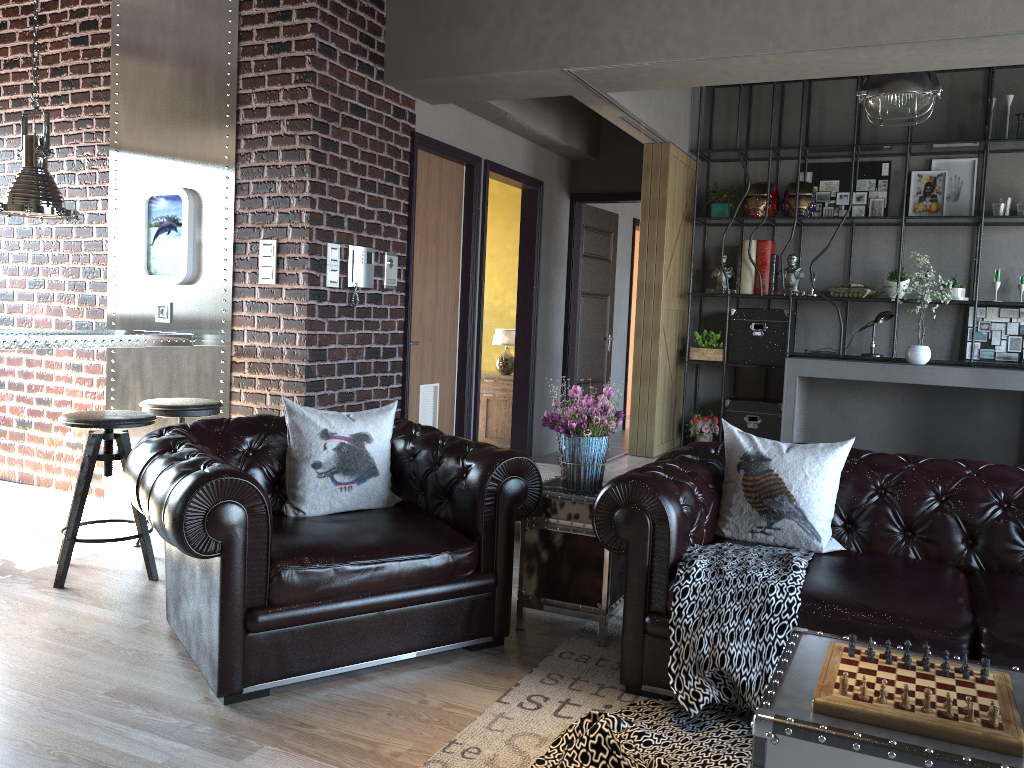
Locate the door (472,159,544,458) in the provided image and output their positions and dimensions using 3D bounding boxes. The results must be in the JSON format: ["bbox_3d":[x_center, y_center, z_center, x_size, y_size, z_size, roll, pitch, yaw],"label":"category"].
[{"bbox_3d":[-0.501,-0.572,7.812,1.099,2.542,1.150,4,4,25],"label":"door"}]

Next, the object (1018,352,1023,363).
[{"bbox_3d":[4.080,-0.201,6.810,0.351,0.111,0.379,0,5,-32],"label":"object"}]

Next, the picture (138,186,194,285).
[{"bbox_3d":[-2.155,-0.923,5.520,0.412,0.599,0.047,4,4,25],"label":"picture"}]

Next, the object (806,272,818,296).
[{"bbox_3d":[2.501,-0.828,7.373,0.093,0.200,0.093,4,4,20],"label":"object"}]

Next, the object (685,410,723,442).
[{"bbox_3d":[1.678,0.401,7.838,0.345,0.362,0.332,5,5,28],"label":"object"}]

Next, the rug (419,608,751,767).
[{"bbox_3d":[1.136,1.175,2.694,2.475,0.003,2.255,5,5,25],"label":"rug"}]

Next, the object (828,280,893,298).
[{"bbox_3d":[2.886,-0.792,7.320,0.206,0.170,0.578,0,5,-30],"label":"object"}]

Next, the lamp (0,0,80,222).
[{"bbox_3d":[-2.509,-1.750,4.677,0.411,1.735,0.411,-1,5,-43],"label":"lamp"}]

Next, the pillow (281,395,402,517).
[{"bbox_3d":[-0.726,0.299,3.844,0.541,0.502,0.290,0,4,-27],"label":"pillow"}]

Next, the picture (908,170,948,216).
[{"bbox_3d":[3.390,-1.531,7.227,0.268,0.413,0.101,4,4,25],"label":"picture"}]

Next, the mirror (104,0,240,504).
[{"bbox_3d":[-2.140,-0.925,5.554,1.048,3.457,0.050,4,4,25],"label":"mirror"}]

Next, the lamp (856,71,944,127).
[{"bbox_3d":[2.558,-2.306,5.862,0.534,1.148,0.516,3,4,2],"label":"lamp"}]

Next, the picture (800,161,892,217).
[{"bbox_3d":[2.818,-1.642,7.569,0.749,0.503,0.058,4,4,25],"label":"picture"}]

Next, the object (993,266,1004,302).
[{"bbox_3d":[3.716,-0.768,6.801,0.113,0.274,0.113,5,4,28],"label":"object"}]

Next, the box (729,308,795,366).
[{"bbox_3d":[2.163,-0.413,7.674,0.489,0.480,0.374,4,4,25],"label":"box"}]

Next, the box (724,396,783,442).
[{"bbox_3d":[2.129,0.369,7.724,0.489,0.480,0.374,4,4,25],"label":"box"}]

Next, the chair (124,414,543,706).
[{"bbox_3d":[-0.805,0.591,3.709,1.493,0.844,1.246,-1,5,-35],"label":"chair"}]

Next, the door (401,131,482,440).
[{"bbox_3d":[-0.596,-0.477,6.568,0.219,2.537,1.003,4,4,25],"label":"door"}]

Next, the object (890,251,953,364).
[{"bbox_3d":[3.099,-0.574,6.676,0.398,0.851,0.421,1,4,-19],"label":"object"}]

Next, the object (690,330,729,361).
[{"bbox_3d":[1.716,-0.339,7.712,0.304,0.265,0.180,4,4,25],"label":"object"}]

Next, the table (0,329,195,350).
[{"bbox_3d":[-2.550,0.277,4.906,0.656,1.129,1.600,4,5,25],"label":"table"}]

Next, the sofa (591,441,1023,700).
[{"bbox_3d":[1.661,0.741,3.214,2.567,0.837,1.240,4,5,24],"label":"sofa"}]

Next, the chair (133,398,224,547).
[{"bbox_3d":[-1.841,0.482,4.924,0.439,0.780,0.439,3,4,3],"label":"chair"}]

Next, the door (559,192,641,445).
[{"bbox_3d":[1.259,-0.593,9.061,1.150,2.542,1.129,4,4,25],"label":"door"}]

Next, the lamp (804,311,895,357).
[{"bbox_3d":[2.820,-0.432,7.395,0.205,0.370,0.740,-1,5,-41],"label":"lamp"}]

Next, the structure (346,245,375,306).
[{"bbox_3d":[-0.935,-0.670,5.560,0.068,0.370,0.279,4,4,25],"label":"structure"}]

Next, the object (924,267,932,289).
[{"bbox_3d":[3.385,-0.816,7.229,0.113,0.273,0.113,2,4,-9],"label":"object"}]

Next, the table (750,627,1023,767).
[{"bbox_3d":[1.232,0.999,2.049,1.255,0.469,0.684,5,5,25],"label":"table"}]

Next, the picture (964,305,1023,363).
[{"bbox_3d":[3.979,-0.391,7.046,0.666,0.447,0.051,4,4,25],"label":"picture"}]

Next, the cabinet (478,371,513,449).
[{"bbox_3d":[-0.516,0.243,8.762,1.432,0.749,0.408,4,4,25],"label":"cabinet"}]

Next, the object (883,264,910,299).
[{"bbox_3d":[3.106,-0.838,7.150,0.136,0.305,0.193,0,5,-31],"label":"object"}]

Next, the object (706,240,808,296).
[{"bbox_3d":[2.125,-0.998,7.661,0.833,0.465,0.290,4,4,25],"label":"object"}]

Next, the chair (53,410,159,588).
[{"bbox_3d":[-1.963,0.529,4.306,0.450,0.773,0.451,1,4,-25],"label":"chair"}]

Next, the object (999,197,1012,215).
[{"bbox_3d":[3.794,-1.352,6.822,0.087,0.155,0.087,5,5,37],"label":"object"}]

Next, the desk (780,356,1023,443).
[{"bbox_3d":[3.292,0.290,7.000,2.130,0.885,0.845,5,5,25],"label":"desk"}]

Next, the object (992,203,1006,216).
[{"bbox_3d":[3.704,-1.322,6.750,0.092,0.099,0.093,0,5,-28],"label":"object"}]

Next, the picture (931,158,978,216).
[{"bbox_3d":[3.570,-1.571,7.189,0.332,0.514,0.119,4,4,25],"label":"picture"}]

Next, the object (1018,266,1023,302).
[{"bbox_3d":[4.019,-0.783,6.989,0.113,0.301,0.113,6,5,43],"label":"object"}]

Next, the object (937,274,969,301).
[{"bbox_3d":[3.480,-0.763,7.000,0.235,0.212,0.235,1,4,-20],"label":"object"}]

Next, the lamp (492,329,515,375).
[{"bbox_3d":[-0.066,-0.007,8.545,0.291,1.044,0.441,2,4,-2],"label":"lamp"}]

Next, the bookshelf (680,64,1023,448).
[{"bbox_3d":[3.670,-0.883,6.963,4.485,3.280,0.527,4,4,25],"label":"bookshelf"}]

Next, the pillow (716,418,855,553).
[{"bbox_3d":[1.078,0.396,3.544,0.528,0.468,0.283,5,4,28],"label":"pillow"}]

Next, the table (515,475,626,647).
[{"bbox_3d":[0.292,0.746,3.848,0.417,0.609,0.406,4,4,25],"label":"table"}]
